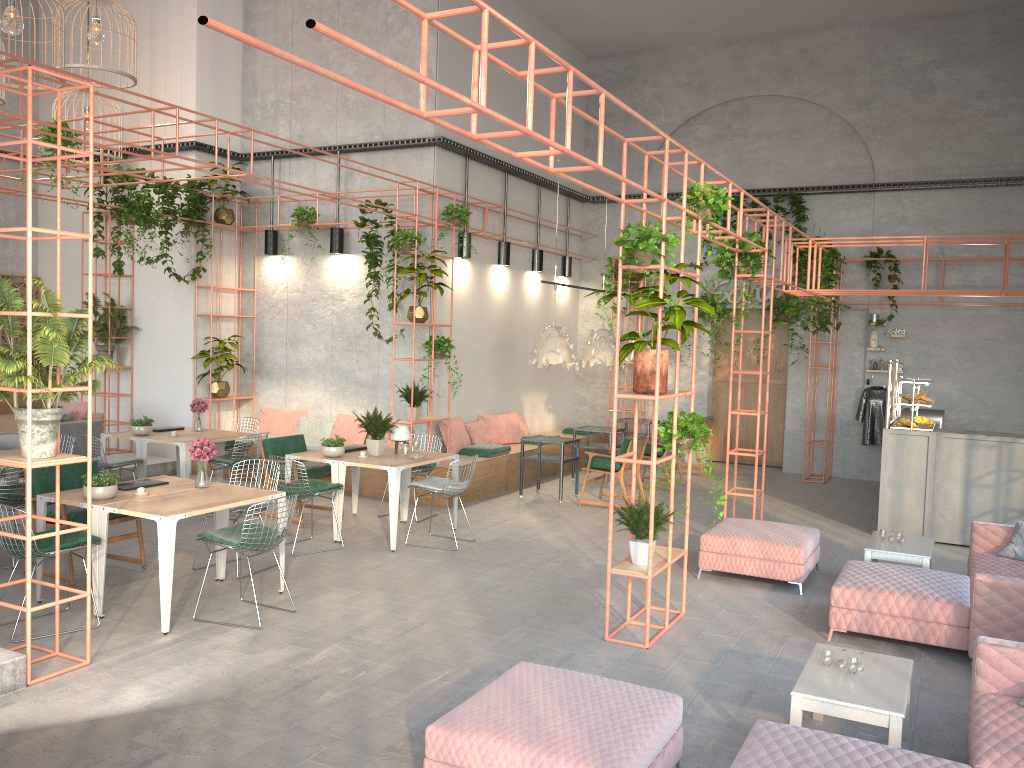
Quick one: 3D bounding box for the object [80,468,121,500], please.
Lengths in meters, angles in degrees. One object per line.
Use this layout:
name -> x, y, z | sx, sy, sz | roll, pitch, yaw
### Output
object -> -3.105, 0.751, 6.692 | 0.247, 0.247, 0.252 | 3, 3, 27

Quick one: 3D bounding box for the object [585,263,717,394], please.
object -> 1.010, -0.403, 6.286 | 0.924, 0.946, 0.923 | 1, 3, -7

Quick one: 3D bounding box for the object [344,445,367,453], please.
object -> -1.813, 0.709, 9.735 | 0.268, 0.031, 0.427 | 3, 3, 27

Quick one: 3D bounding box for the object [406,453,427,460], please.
object -> -0.993, 0.755, 9.204 | 0.218, 0.041, 0.218 | 4, 4, 35

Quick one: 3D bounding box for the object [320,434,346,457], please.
object -> -1.853, 0.631, 9.174 | 0.248, 0.247, 0.254 | 3, 3, 27

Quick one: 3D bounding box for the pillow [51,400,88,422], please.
pillow -> -6.090, 0.455, 12.034 | 0.836, 0.476, 0.273 | 3, 3, 27

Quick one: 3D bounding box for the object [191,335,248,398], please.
object -> -4.311, -0.265, 12.954 | 0.903, 0.919, 0.934 | 2, 3, -1

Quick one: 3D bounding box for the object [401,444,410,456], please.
object -> -1.129, 0.701, 9.400 | 0.095, 0.119, 0.095 | -1, 4, -39

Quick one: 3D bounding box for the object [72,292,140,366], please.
object -> -6.076, -0.820, 13.230 | 0.900, 1.097, 0.894 | 0, 4, -34

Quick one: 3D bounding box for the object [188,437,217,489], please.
object -> -2.531, 0.642, 7.243 | 0.213, 0.414, 0.225 | 3, 3, 19

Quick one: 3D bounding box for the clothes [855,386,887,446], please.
clothes -> 5.847, 0.538, 14.163 | 0.625, 0.997, 0.366 | 2, 3, 7

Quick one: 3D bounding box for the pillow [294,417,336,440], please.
pillow -> -2.856, 0.683, 12.805 | 0.666, 0.385, 0.289 | 3, 3, 22

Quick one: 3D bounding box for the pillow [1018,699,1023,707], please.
pillow -> 2.710, 1.448, 4.162 | 0.307, 0.324, 0.500 | 0, 4, -28

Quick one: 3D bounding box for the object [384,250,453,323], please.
object -> -1.182, -1.250, 11.283 | 0.903, 0.947, 0.934 | 1, 3, -11

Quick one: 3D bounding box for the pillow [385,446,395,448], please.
pillow -> -1.843, 0.906, 11.843 | 0.637, 0.149, 0.491 | 3, 4, 28

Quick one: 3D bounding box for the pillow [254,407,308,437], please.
pillow -> -3.417, 0.600, 13.112 | 0.839, 0.474, 0.276 | 3, 3, 17

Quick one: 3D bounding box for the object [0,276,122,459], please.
object -> -2.909, -0.104, 5.406 | 0.900, 1.100, 0.894 | 0, 4, -34

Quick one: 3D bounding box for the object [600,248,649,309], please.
object -> 2.010, -1.875, 15.776 | 0.894, 1.101, 0.900 | 2, 3, -4

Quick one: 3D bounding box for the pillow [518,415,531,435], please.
pillow -> 0.108, 0.704, 14.138 | 0.289, 0.385, 0.666 | 3, 3, 22

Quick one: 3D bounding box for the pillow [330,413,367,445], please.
pillow -> -2.297, 0.669, 12.493 | 0.276, 0.474, 0.839 | -1, 4, -43

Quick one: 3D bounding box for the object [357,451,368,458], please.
object -> -1.547, 0.727, 9.197 | 0.115, 0.078, 0.115 | 4, 4, 33

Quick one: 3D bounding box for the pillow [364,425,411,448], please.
pillow -> -1.716, 0.751, 12.223 | 0.666, 0.385, 0.289 | 3, 3, 22

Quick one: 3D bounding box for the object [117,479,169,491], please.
object -> -3.066, 0.829, 7.252 | 0.268, 0.031, 0.427 | 3, 3, 27

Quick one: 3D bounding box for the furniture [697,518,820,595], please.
furniture -> 2.320, 1.555, 8.269 | 0.941, 0.446, 0.976 | 3, 3, 27

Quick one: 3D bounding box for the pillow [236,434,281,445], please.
pillow -> -3.681, 0.797, 12.780 | 0.637, 0.149, 0.491 | 3, 4, 28

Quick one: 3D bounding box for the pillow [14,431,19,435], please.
pillow -> -6.319, 0.522, 11.853 | 0.479, 0.317, 0.441 | 2, 3, 8

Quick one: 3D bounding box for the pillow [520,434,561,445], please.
pillow -> 0.421, 0.867, 13.887 | 0.491, 0.149, 0.637 | 3, 4, 28

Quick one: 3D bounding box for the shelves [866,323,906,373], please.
shelves -> 5.936, -0.572, 14.074 | 0.560, 0.790, 0.186 | 3, 3, 27

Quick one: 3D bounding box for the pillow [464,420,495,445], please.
pillow -> -0.476, 0.748, 12.998 | 0.289, 0.385, 0.666 | 3, 3, 22

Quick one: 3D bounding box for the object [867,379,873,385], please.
object -> 5.755, -0.045, 14.259 | 0.093, 0.121, 0.049 | 4, 4, 29

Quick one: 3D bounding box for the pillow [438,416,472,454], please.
pillow -> -0.786, 0.722, 12.433 | 0.276, 0.474, 0.839 | 3, 3, 17

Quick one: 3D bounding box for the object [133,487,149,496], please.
object -> -2.880, 0.832, 6.882 | 0.115, 0.073, 0.115 | 3, 3, 21

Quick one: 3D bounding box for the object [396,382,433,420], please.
object -> -1.283, 0.206, 11.483 | 0.438, 0.527, 0.368 | 3, 3, 27

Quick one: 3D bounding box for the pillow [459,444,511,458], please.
pillow -> -0.367, 0.926, 12.347 | 0.491, 0.149, 0.637 | 3, 4, 28

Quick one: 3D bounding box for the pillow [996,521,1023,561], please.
pillow -> 4.320, 1.329, 7.307 | 0.307, 0.324, 0.500 | 0, 4, -28

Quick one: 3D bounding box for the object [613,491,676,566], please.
object -> 0.941, 1.054, 6.477 | 0.438, 0.527, 0.368 | 3, 3, 27

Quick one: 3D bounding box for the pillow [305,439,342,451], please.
pillow -> -2.748, 0.852, 12.304 | 0.637, 0.149, 0.491 | 3, 4, 28

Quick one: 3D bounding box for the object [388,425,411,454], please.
object -> -1.216, 0.603, 9.591 | 0.241, 0.313, 0.241 | 1, 3, -18

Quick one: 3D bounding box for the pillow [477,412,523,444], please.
pillow -> -0.164, 0.681, 13.553 | 0.839, 0.474, 0.276 | -1, 4, -43

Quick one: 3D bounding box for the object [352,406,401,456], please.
object -> -1.449, 0.491, 9.360 | 0.438, 0.527, 0.368 | 3, 3, 27

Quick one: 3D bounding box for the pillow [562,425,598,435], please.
pillow -> 1.229, 0.807, 15.464 | 0.491, 0.149, 0.637 | 3, 4, 28

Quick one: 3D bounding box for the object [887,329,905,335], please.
object -> 6.072, -0.826, 14.017 | 0.263, 0.101, 0.013 | 3, 3, 27

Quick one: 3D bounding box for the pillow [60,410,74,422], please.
pillow -> -5.942, 0.529, 11.598 | 0.308, 0.349, 0.495 | 1, 3, -13

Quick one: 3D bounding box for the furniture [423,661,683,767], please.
furniture -> 0.225, 1.711, 4.178 | 0.941, 0.446, 0.976 | 3, 3, 27
